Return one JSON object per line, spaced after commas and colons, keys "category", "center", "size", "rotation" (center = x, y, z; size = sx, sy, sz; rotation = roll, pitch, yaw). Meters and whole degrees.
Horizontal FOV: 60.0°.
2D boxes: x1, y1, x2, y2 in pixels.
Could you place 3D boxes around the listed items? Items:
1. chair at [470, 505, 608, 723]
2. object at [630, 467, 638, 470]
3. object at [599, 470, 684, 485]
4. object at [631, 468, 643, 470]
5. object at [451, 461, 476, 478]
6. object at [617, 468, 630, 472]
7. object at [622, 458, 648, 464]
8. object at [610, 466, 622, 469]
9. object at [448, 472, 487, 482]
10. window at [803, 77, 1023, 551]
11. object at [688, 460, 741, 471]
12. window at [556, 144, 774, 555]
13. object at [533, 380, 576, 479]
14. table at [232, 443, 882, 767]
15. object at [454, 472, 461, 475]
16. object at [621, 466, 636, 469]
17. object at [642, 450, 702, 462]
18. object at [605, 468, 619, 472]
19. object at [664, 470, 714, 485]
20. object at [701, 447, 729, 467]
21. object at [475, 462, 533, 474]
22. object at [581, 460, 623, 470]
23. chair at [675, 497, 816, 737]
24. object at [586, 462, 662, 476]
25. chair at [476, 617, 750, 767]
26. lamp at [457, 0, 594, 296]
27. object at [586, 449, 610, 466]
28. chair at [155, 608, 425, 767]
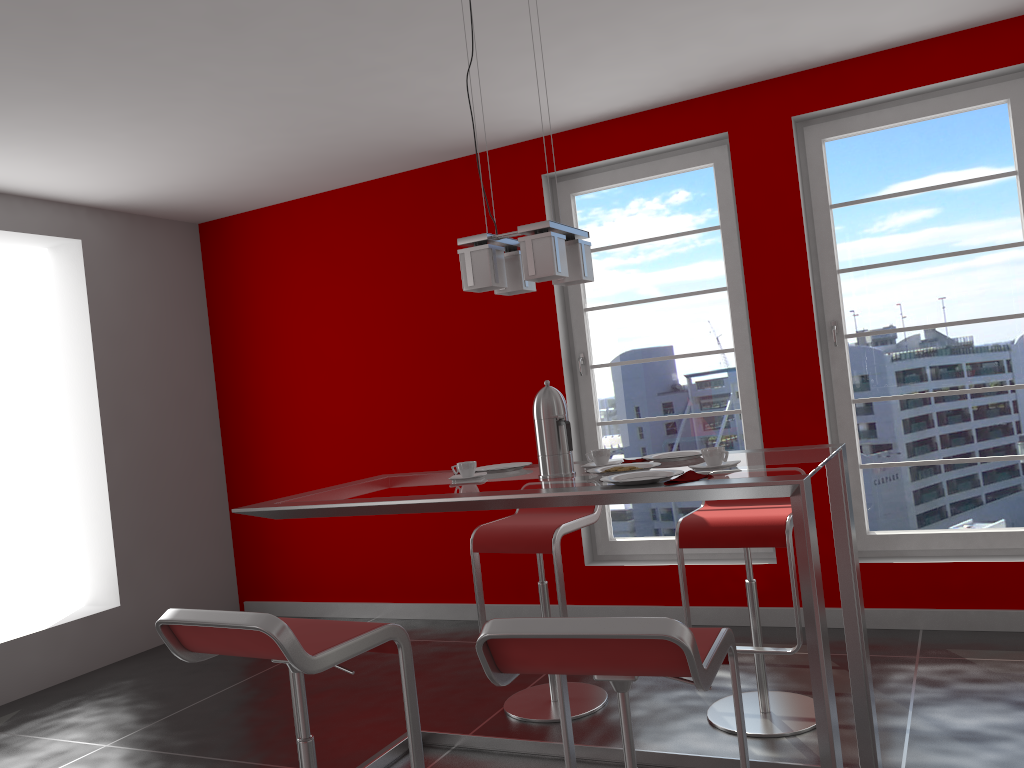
{"category": "chair", "center": [0.142, 0.857, 3.595], "size": [0.418, 0.857, 0.460], "rotation": [-7, -1, 34]}
{"category": "object", "center": [0.346, 0.244, 2.552], "size": [0.036, 0.006, 0.034], "rotation": [-6, -1, 6]}
{"category": "object", "center": [0.332, 0.241, 2.267], "size": [0.217, 0.015, 0.217], "rotation": [-6, -1, -27]}
{"category": "object", "center": [0.353, 0.243, 2.510], "size": [0.036, 0.006, 0.034], "rotation": [-6, -1, 11]}
{"category": "object", "center": [-0.148, 0.276, 2.850], "size": [0.062, 0.049, 0.078], "rotation": [-6, -1, -40]}
{"category": "object", "center": [0.314, 0.241, 2.494], "size": [0.034, 0.006, 0.036], "rotation": [-6, -1, 15]}
{"category": "object", "center": [0.391, 0.242, 2.823], "size": [0.095, 0.012, 0.234], "rotation": [-7, -1, 26]}
{"category": "object", "center": [0.304, 0.243, 2.563], "size": [0.034, 0.006, 0.036], "rotation": [-7, -1, 39]}
{"category": "object", "center": [-0.141, 0.300, 2.844], "size": [0.119, 0.016, 0.119], "rotation": [-6, -1, 7]}
{"category": "window", "center": [1.921, -0.264, 4.024], "size": [0.938, 2.038, 0.117], "rotation": [-7, -1, 27]}
{"category": "object", "center": [0.542, 0.220, 2.370], "size": [0.119, 0.016, 0.119], "rotation": [-6, -1, -43]}
{"category": "window", "center": [0.769, -0.131, 4.611], "size": [0.938, 2.038, 0.117], "rotation": [-7, -1, 27]}
{"category": "object", "center": [0.133, 0.130, 2.632], "size": [0.149, 0.287, 0.113], "rotation": [-7, -1, 35]}
{"category": "table", "center": [0.126, 0.779, 2.694], "size": [1.700, 1.000, 0.800], "rotation": [-7, -1, 27]}
{"category": "object", "center": [-0.158, 0.305, 3.096], "size": [0.095, 0.012, 0.234], "rotation": [-7, -1, 26]}
{"category": "object", "center": [0.332, 0.239, 2.532], "size": [0.034, 0.006, 0.036], "rotation": [-6, -1, -26]}
{"category": "object", "center": [0.512, 0.226, 2.758], "size": [0.217, 0.015, 0.217], "rotation": [-6, -1, 3]}
{"category": "object", "center": [0.286, 0.244, 2.526], "size": [0.034, 0.006, 0.036], "rotation": [-6, -1, -39]}
{"category": "object", "center": [0.451, 0.229, 2.200], "size": [0.095, 0.012, 0.234], "rotation": [-7, -1, 27]}
{"category": "object", "center": [0.546, 0.195, 2.367], "size": [0.078, 0.049, 0.062], "rotation": [-7, -1, 27]}
{"category": "object", "center": [-0.037, 0.289, 3.030], "size": [0.217, 0.015, 0.217], "rotation": [-6, -1, -39]}
{"category": "object", "center": [0.278, 0.252, 2.746], "size": [0.119, 0.016, 0.119], "rotation": [-7, -1, 24]}
{"category": "chair", "center": [0.883, 0.772, 3.239], "size": [0.418, 0.857, 0.460], "rotation": [-7, -1, 29]}
{"category": "object", "center": [0.319, 0.245, 2.530], "size": [0.217, 0.015, 0.217], "rotation": [-6, -1, -26]}
{"category": "chair", "center": [0.236, 0.830, 1.741], "size": [0.418, 0.857, 0.460], "rotation": [-7, -1, 22]}
{"category": "lamp", "center": [-0.001, -0.805, 2.683], "size": [0.304, 1.025, 0.304], "rotation": [-7, -1, 27]}
{"category": "object", "center": [0.273, 0.229, 2.753], "size": [0.062, 0.049, 0.078], "rotation": [-6, -1, -23]}
{"category": "chair", "center": [-0.503, 0.915, 2.123], "size": [0.418, 0.857, 0.460], "rotation": [-7, -1, 32]}
